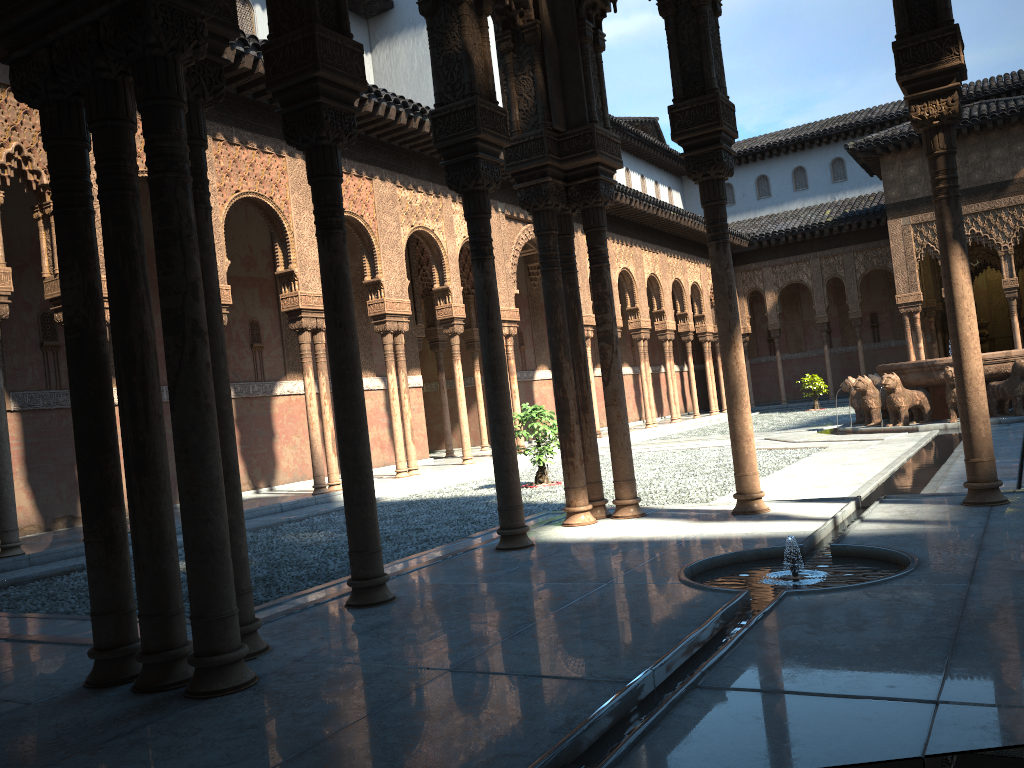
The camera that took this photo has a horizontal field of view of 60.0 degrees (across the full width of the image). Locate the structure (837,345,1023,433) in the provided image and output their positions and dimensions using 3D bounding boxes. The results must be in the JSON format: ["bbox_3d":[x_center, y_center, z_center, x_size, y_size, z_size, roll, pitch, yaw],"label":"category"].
[{"bbox_3d":[8.564,-0.188,16.898,4.508,1.991,4.508,-7,-2,30],"label":"structure"}]
